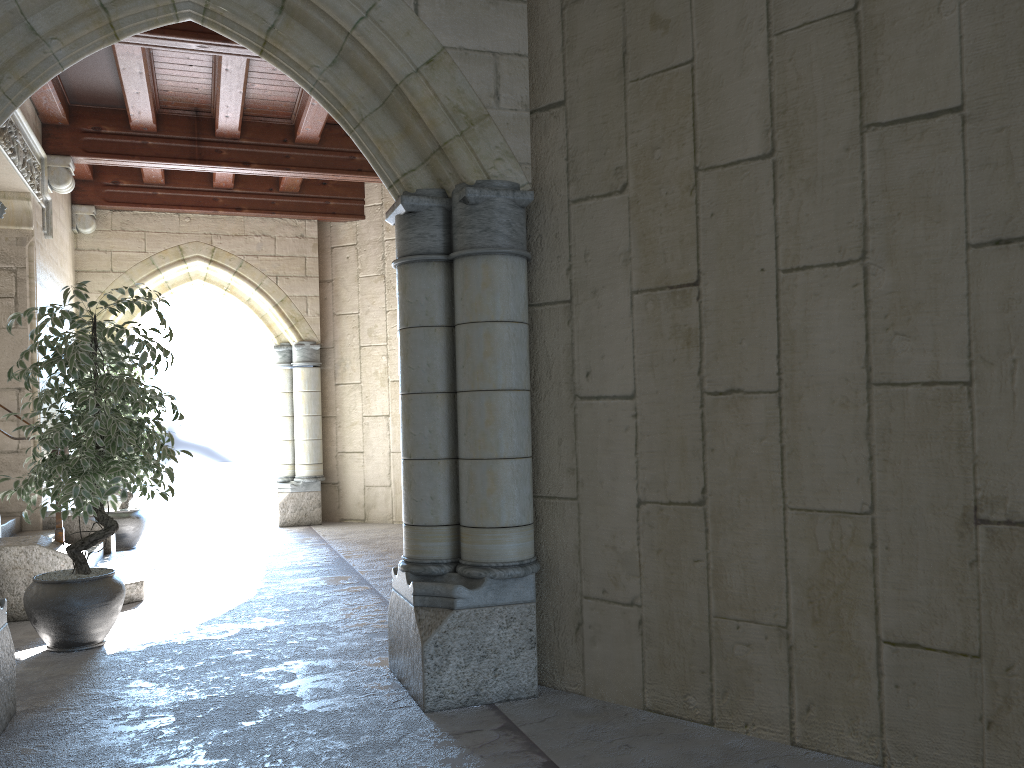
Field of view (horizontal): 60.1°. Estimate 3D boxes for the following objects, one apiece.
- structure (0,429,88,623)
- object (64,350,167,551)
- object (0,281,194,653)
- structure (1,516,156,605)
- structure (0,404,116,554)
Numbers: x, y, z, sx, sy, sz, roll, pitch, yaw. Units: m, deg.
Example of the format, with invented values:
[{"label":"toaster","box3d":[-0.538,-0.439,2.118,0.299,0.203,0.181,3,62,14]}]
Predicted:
[{"label":"structure","box3d":[-2.733,0.584,4.651,0.887,1.261,0.477,-1,0,-19]},{"label":"object","box3d":[-3.175,0.521,7.106,0.786,1.618,0.751,-1,0,-23]},{"label":"object","box3d":[-1.878,0.357,4.011,0.787,1.618,0.751,-2,0,12]},{"label":"structure","box3d":[-3.487,0.852,5.124,2.572,0.809,1.463,-1,-2,-19]},{"label":"structure","box3d":[-3.198,0.652,5.982,0.887,1.261,0.473,-1,0,-19]}]
